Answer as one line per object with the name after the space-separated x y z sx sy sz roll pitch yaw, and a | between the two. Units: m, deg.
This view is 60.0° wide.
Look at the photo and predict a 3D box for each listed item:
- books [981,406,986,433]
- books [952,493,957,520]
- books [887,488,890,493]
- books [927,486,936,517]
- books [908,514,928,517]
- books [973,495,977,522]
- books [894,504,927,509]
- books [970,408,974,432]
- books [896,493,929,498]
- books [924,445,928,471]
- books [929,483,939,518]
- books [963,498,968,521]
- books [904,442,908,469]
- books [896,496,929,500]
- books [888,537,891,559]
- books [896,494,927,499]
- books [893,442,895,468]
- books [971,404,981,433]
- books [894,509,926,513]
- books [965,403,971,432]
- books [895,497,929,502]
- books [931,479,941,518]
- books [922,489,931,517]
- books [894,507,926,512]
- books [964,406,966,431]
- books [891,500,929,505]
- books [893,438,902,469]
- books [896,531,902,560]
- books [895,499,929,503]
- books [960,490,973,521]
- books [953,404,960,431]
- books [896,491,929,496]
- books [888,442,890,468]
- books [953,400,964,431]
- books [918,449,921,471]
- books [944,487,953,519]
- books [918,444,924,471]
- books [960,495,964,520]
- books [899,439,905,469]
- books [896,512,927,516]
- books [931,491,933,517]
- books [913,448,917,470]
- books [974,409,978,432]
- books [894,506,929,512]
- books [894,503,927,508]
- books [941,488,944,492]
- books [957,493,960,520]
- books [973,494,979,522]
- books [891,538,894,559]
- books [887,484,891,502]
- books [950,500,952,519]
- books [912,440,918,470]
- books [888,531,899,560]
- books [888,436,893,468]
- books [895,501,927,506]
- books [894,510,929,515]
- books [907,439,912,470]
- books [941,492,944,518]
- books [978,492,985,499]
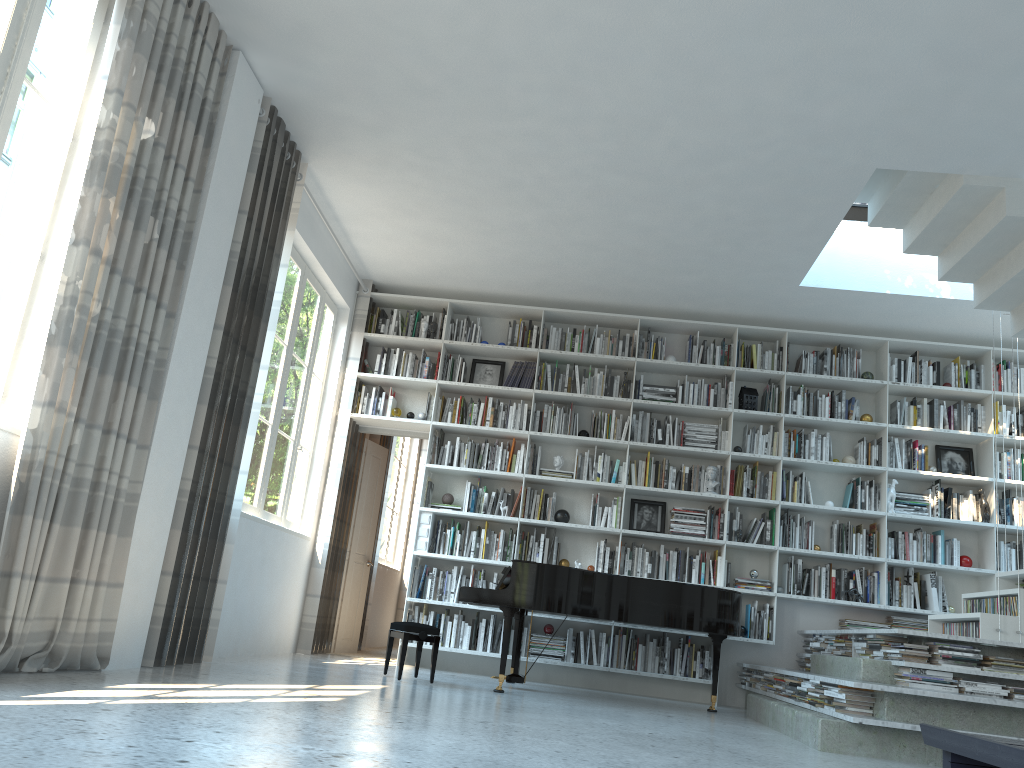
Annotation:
3.937 0.335 7.470 0.031 0.264 0.170 6 -15 5 | books
3.623 1.029 7.308 0.031 0.241 0.147 6 -15 5 | books
3.079 0.982 7.336 0.027 0.221 0.184 6 -15 5 | books
3.472 0.997 7.336 0.012 0.284 0.160 6 -15 5 | books
3.259 1.094 7.314 0.285 0.012 0.160 4 -15 9 | books
3.763 1.041 7.283 0.041 0.238 0.177 6 -15 5 | books
3.269 1.024 7.330 0.254 0.012 0.161 7 -15 0 | books
3.845 0.337 7.472 0.030 0.240 0.162 6 -15 5 | books
3.283 0.933 7.361 0.285 0.012 0.160 6 -15 3 | books
3.433 0.650 7.410 0.026 0.243 0.178 6 -15 5 | books
3.483 0.983 7.312 0.011 0.299 0.184 6 -15 5 | books
3.709 1.055 7.306 0.025 0.212 0.156 6 -15 5 | books
3.290 0.633 7.457 0.043 0.268 0.131 6 -15 5 | books
3.280 0.957 7.355 0.285 0.012 0.160 5 -15 7 | books
3.064 1.358 7.252 0.023 0.186 0.160 6 -15 5 | books
3.282 0.945 7.358 0.254 0.012 0.161 5 -15 7 | books
3.180 0.626 7.443 0.011 0.247 0.156 6 -15 5 | books
3.910 0.324 7.477 0.026 0.283 0.147 6 -15 5 | books
3.264 1.059 7.323 0.254 0.012 0.161 4 -15 9 | books
3.813 0.317 7.472 0.036 0.271 0.177 6 -15 5 | books
3.278 0.966 7.345 0.285 0.012 0.160 7 -15 0 | books
3.496 0.965 7.315 0.010 0.338 0.180 6 -15 5 | books
3.427 1.005 7.327 0.012 0.253 0.161 6 -15 5 | books
3.265 1.049 7.331 0.254 0.012 0.161 5 -15 7 | books
3.789 0.328 7.480 0.011 0.248 0.152 6 -15 5 | books
3.276 0.990 7.343 0.285 0.012 0.160 6 -15 2 | books
3.221 0.612 7.450 0.065 0.288 0.146 6 -15 5 | books
3.151 1.338 7.258 0.024 0.246 0.144 6 -15 5 | books
3.277 0.979 7.349 0.285 0.012 0.160 5 -15 7 | books
3.734 1.022 7.288 0.021 0.270 0.192 6 -15 5 | books
3.738 0.317 7.490 0.023 0.263 0.156 6 -15 5 | books
3.284 0.922 7.364 0.285 0.012 0.160 5 -15 7 | books
3.147 0.626 7.469 0.030 0.253 0.128 6 -15 5 | books
3.761 0.301 7.478 0.022 0.293 0.181 6 -15 5 | books
3.382 0.663 7.421 0.033 0.212 0.153 6 -15 5 | books
3.570 1.004 7.312 0.059 0.281 0.168 6 -15 5 | books
3.411 0.646 7.423 0.021 0.252 0.167 6 -15 5 | books
3.684 1.043 7.318 0.028 0.234 0.129 6 -15 5 | books
3.263 0.620 7.452 0.012 0.284 0.160 6 -15 5 | books
3.261 1.083 7.317 0.254 0.012 0.161 7 -15 1 | books
3.445 1.014 7.341 0.023 0.246 0.138 6 -15 5 | books
3.343 0.658 7.409 0.013 0.206 0.190 6 -15 5 | books
3.884 0.347 7.477 0.022 0.233 0.159 6 -15 5 | books
3.268 1.038 7.334 0.285 0.012 0.160 6 -15 3 | books
3.271 1.015 7.344 0.254 0.012 0.161 6 -15 5 | books
3.535 1.004 7.328 0.013 0.279 0.131 6 -15 5 | books
3.656 1.034 7.324 0.031 0.249 0.133 6 -15 5 | books
3.797 1.041 7.296 0.024 0.254 0.145 6 -15 5 | books
3.085 1.360 7.248 0.022 0.183 0.163 6 -15 5 | books
3.111 0.971 7.368 0.028 0.266 0.138 6 -15 5 | books
3.606 1.016 7.335 0.010 0.277 0.129 6 -15 5 | books
3.362 0.625 7.428 0.014 0.284 0.176 6 -15 5 | books
3.115 1.333 7.250 0.047 0.243 0.178 6 -15 5 | books
3.171 0.602 7.460 0.015 0.300 0.141 6 -15 5 | books
3.274 1.001 7.336 0.254 0.012 0.161 4 -15 10 | books
3.262 1.070 7.318 0.285 0.012 0.160 4 -15 10 | books
3.317 0.620 7.434 0.012 0.286 0.177 6 -15 5 | books
3.510 1.019 7.308 0.030 0.236 0.179 6 -15 5 | books
3.875 1.039 7.308 0.029 0.283 0.139 6 -15 5 | books
